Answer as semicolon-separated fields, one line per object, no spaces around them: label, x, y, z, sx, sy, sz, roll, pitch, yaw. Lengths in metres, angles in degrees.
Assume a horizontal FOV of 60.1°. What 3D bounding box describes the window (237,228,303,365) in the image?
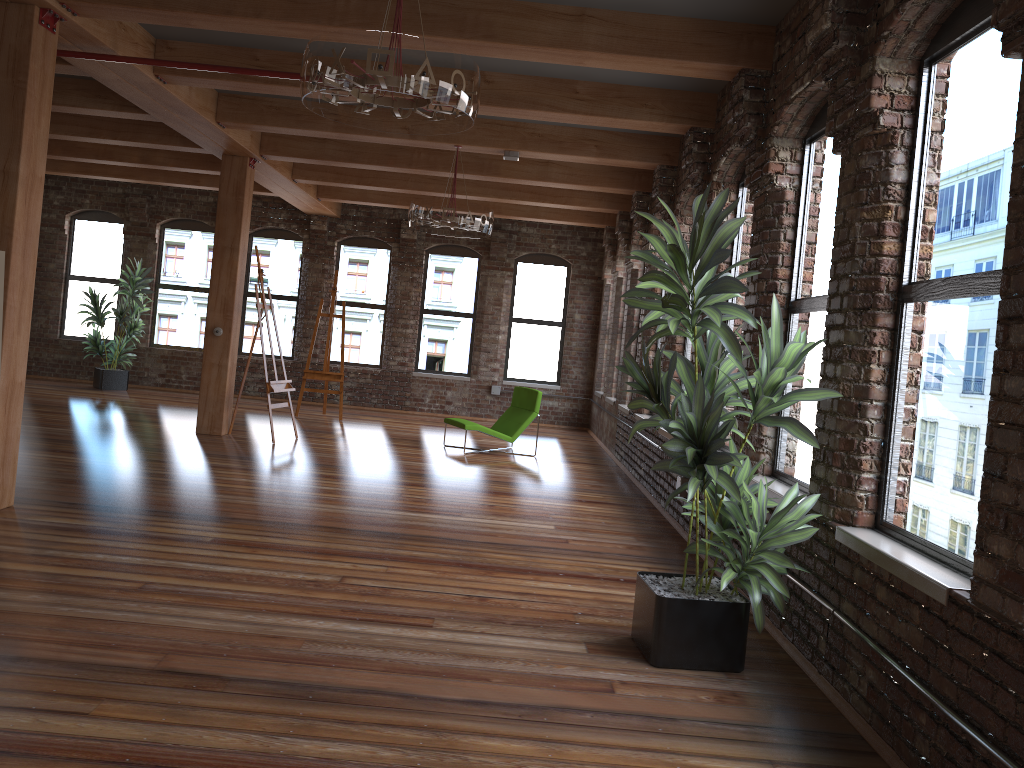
window;-3.980;-1.476;14.669;0.968;2.227;0.221;5;0;0

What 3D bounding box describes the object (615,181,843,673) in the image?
object;0.936;0.186;4.040;0.967;2.103;1.079;6;1;12

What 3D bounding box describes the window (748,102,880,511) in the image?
window;1.595;-0.475;4.772;0.235;2.215;0.969;5;1;-1

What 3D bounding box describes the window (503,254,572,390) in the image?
window;0.424;-1.059;14.700;0.968;2.218;0.219;5;0;0

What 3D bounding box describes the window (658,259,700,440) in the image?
window;1.576;-0.617;7.707;0.236;2.215;0.969;5;1;-1

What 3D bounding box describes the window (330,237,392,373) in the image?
window;-2.521;-1.336;14.679;0.968;2.227;0.221;5;0;0

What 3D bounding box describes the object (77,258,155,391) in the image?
object;-6.245;-0.974;13.930;1.078;2.103;0.968;5;1;-22

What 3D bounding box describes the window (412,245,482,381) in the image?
window;-1.055;-1.201;14.690;0.968;2.218;0.219;5;0;0

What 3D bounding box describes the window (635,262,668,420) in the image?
window;1.563;-0.688;9.175;0.230;2.215;0.969;5;1;-1

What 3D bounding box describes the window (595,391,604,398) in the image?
window;1.535;-0.902;13.600;0.232;2.215;0.969;5;1;-1

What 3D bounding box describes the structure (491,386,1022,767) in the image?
structure;1.307;0.655;7.905;1.632;0.313;13.727;5;3;-7

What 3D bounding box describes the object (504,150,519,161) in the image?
object;-0.004;-2.171;8.404;0.145;0.072;0.147;5;2;-1

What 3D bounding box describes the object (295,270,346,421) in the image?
object;-2.641;-0.593;12.744;0.661;2.140;0.685;5;0;-6

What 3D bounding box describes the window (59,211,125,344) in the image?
window;-6.926;-1.790;14.716;0.968;2.169;0.086;5;0;0

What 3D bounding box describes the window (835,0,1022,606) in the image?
window;1.605;-0.404;3.305;0.235;2.215;0.969;5;1;-1

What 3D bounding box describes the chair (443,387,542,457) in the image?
chair;-0.244;0.413;10.623;0.954;0.796;0.682;5;1;-25

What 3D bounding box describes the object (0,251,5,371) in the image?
object;-3.046;-0.242;4.569;0.700;2.140;0.686;5;0;-41

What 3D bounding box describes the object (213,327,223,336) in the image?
object;-3.222;-0.572;9.695;0.095;0.095;0.061;5;1;0

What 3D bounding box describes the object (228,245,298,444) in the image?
object;-2.741;-0.467;9.890;0.685;2.140;0.661;6;0;9

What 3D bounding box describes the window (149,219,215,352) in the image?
window;-5.440;-1.648;14.726;0.968;2.169;0.086;5;0;0

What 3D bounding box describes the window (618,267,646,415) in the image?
window;1.555;-0.759;10.638;0.233;2.215;0.969;5;1;-1

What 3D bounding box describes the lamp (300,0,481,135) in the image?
lamp;-0.518;-1.631;4.015;0.811;0.815;0.808;7;2;42

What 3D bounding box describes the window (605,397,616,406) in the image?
window;1.544;-0.830;12.107;0.231;2.215;0.969;5;1;-1

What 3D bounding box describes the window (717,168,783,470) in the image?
window;1.584;-0.546;6.240;0.232;2.215;0.969;5;1;-1

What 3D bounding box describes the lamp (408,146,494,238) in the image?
lamp;-0.547;-1.841;8.363;0.811;0.815;0.808;6;2;35

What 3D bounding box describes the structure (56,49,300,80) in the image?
structure;-4.559;-2.469;6.152;6.807;0.112;0.051;5;1;0
